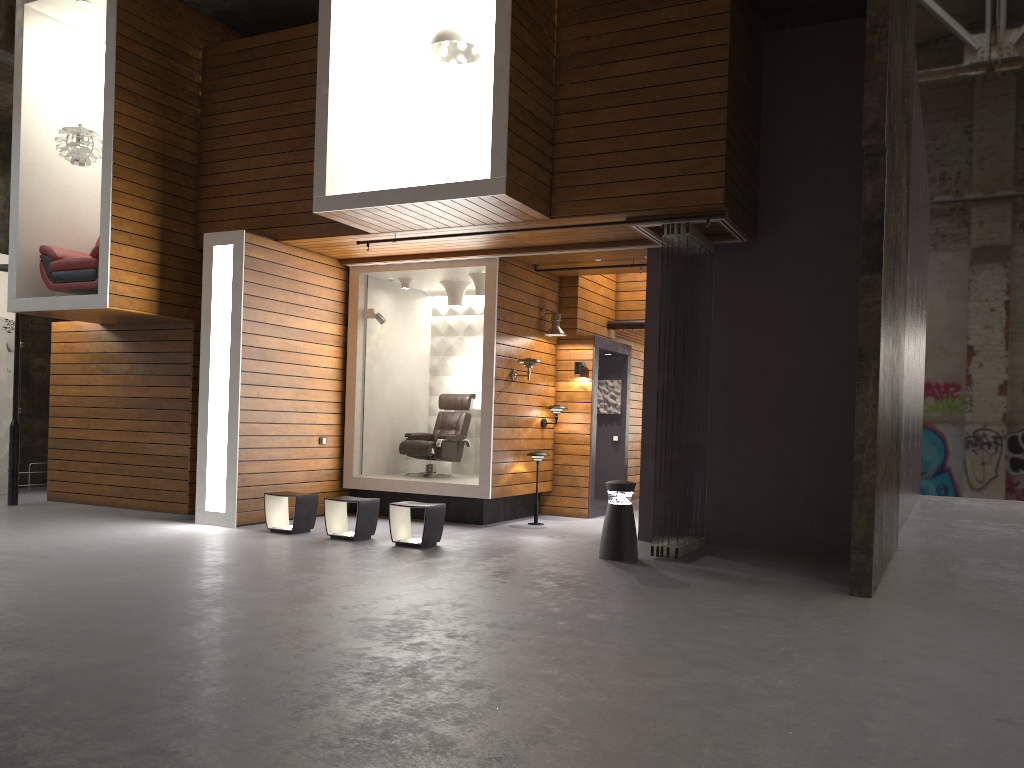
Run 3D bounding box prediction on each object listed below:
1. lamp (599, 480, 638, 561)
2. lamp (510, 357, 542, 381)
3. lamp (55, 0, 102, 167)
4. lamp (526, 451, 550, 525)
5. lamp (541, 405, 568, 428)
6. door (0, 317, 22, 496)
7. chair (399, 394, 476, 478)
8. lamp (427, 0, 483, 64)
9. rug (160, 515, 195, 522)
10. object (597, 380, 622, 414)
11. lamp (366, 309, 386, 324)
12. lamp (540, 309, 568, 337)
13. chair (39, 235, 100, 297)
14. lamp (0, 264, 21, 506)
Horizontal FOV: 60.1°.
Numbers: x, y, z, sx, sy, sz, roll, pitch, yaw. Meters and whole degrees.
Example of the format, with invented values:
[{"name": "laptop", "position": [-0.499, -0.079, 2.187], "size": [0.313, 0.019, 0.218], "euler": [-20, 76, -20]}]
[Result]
[{"name": "lamp", "position": [0.961, 1.206, 7.905], "size": [0.348, 0.696, 0.348], "euler": [2, 0, 32]}, {"name": "lamp", "position": [0.167, -0.171, 10.175], "size": [0.351, 0.271, 0.288], "euler": [1, -1, 26]}, {"name": "lamp", "position": [-4.689, -3.283, 9.653], "size": [0.512, 1.774, 0.487], "euler": [2, 0, -10]}, {"name": "lamp", "position": [0.292, 1.210, 10.349], "size": [0.287, 0.862, 0.288], "euler": [2, 0, 12]}, {"name": "lamp", "position": [0.535, 0.398, 10.979], "size": [0.326, 0.297, 0.288], "euler": [1, -1, 26]}, {"name": "door", "position": [-6.570, 0.302, 11.402], "size": [0.146, 2.304, 1.285], "euler": [2, 0, -11]}, {"name": "chair", "position": [-0.955, 0.642, 11.315], "size": [0.755, 1.071, 0.826], "euler": [1, -1, 42]}, {"name": "lamp", "position": [-0.519, -3.622, 8.360], "size": [0.529, 0.987, 0.530], "euler": [2, 0, 39]}, {"name": "rug", "position": [-3.278, 1.520, 10.304], "size": [0.540, 0.014, 1.579], "euler": [1, -3, 26]}, {"name": "object", "position": [1.342, 0.181, 12.390], "size": [0.380, 0.478, 0.048], "euler": [1, 0, 26]}, {"name": "lamp", "position": [-1.652, -0.819, 10.741], "size": [0.249, 0.188, 0.129], "euler": [2, -1, -5]}, {"name": "lamp", "position": [0.515, -0.759, 10.842], "size": [0.345, 0.331, 0.295], "euler": [1, -1, 28]}, {"name": "chair", "position": [-4.542, -1.377, 9.973], "size": [1.199, 0.937, 0.953], "euler": [1, -1, 27]}, {"name": "lamp", "position": [-5.926, 0.054, 10.584], "size": [0.630, 2.948, 0.629], "euler": [2, 0, -22]}]
